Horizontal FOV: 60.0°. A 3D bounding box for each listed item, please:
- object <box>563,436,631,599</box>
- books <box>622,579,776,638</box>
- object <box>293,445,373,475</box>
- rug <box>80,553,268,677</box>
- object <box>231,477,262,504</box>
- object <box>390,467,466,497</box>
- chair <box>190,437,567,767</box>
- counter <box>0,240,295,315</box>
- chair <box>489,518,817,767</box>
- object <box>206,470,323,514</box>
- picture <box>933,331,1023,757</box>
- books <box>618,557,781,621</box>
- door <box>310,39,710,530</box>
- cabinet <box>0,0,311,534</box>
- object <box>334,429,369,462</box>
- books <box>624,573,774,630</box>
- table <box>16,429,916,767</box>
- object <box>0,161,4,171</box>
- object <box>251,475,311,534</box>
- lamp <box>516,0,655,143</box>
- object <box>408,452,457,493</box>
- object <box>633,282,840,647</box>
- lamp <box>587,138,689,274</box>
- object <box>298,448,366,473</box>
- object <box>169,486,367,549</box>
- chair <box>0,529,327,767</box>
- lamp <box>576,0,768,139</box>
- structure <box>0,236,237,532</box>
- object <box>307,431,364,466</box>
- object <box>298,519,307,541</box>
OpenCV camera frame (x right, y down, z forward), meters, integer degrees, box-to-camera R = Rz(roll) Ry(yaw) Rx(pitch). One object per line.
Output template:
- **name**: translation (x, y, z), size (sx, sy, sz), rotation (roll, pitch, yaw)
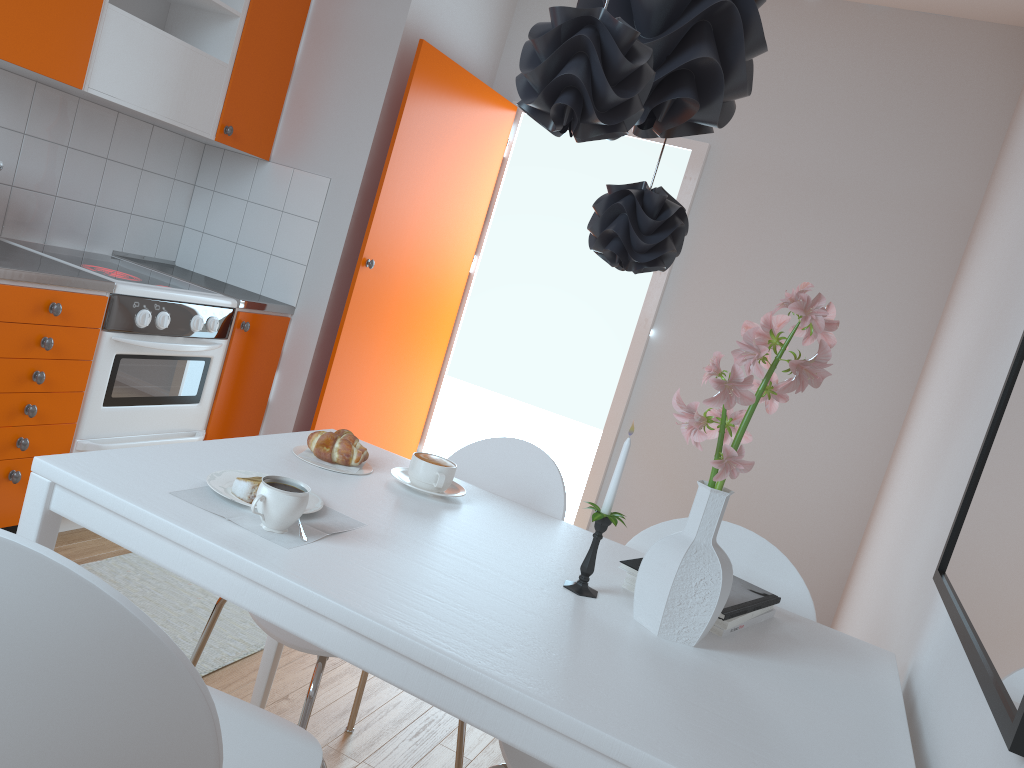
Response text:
- **object**: translation (0.157, 0.199, 1.447), size (0.078, 0.298, 0.080), rotation (13, 7, -29)
- **books**: translation (0.340, 0.386, 1.592), size (0.194, 0.014, 0.255), rotation (21, 8, 35)
- **object**: translation (-0.365, 0.156, 1.807), size (0.165, 0.005, 0.169), rotation (13, 7, -27)
- **rug**: translation (-1.241, 0.666, 2.091), size (0.684, 0.009, 1.662), rotation (19, 7, 20)
- **object**: translation (-0.407, 0.162, 1.455), size (0.075, 0.043, 0.127), rotation (18, 6, 12)
- **object**: translation (-0.172, 0.207, 1.802), size (0.163, 0.020, 0.158), rotation (21, 8, 35)
- **chair**: translation (-0.296, 0.515, 1.939), size (0.635, 0.870, 0.512), rotation (11, 9, -44)
- **counter**: translation (-1.761, -0.379, 2.382), size (0.685, 0.132, 3.085), rotation (19, 7, 20)
- **chair**: translation (0.221, 0.705, 1.635), size (0.510, 0.870, 0.637), rotation (20, 7, 25)
- **object**: translation (-0.404, 0.180, 1.451), size (0.193, 0.012, 0.190), rotation (19, 7, 18)
- **picture**: translation (0.773, -0.148, 1.157), size (0.017, 1.052, 0.792), rotation (19, 7, 20)
- **books**: translation (0.340, 0.357, 1.592), size (0.210, 0.012, 0.253), rotation (21, 8, 36)
- **door**: translation (-0.134, -0.315, 4.134), size (1.383, 2.055, 0.695), rotation (14, 7, -21)
- **cabinet**: translation (-1.641, -0.711, 2.338), size (0.709, 2.348, 3.086), rotation (19, 7, 20)
- **object**: translation (-0.335, 0.131, 1.835), size (0.075, 0.059, 0.059), rotation (22, 8, 41)
- **books**: translation (0.341, 0.372, 1.587), size (0.194, 0.014, 0.250), rotation (21, 8, 33)
- **table**: translation (-0.114, 0.669, 1.524), size (1.287, 0.771, 0.825), rotation (19, 7, 20)
- **object**: translation (-1.745, -0.597, 2.717), size (0.095, 0.261, 0.299), rotation (19, 7, 20)
- **object**: translation (-0.348, 0.181, 1.317), size (0.083, 0.070, 0.077), rotation (14, 7, -20)
- **lamp**: translation (0.287, -1.031, 1.052), size (0.170, 1.505, 0.168), rotation (18, 6, 12)
- **object**: translation (-0.162, 0.181, 1.798), size (0.100, 0.064, 0.093), rotation (19, 7, 23)
- **object**: translation (0.328, 0.114, 1.346), size (0.175, 0.579, 0.183), rotation (11, 9, -43)
- **lamp**: translation (0.418, -0.918, 1.505), size (0.172, 1.505, 0.167), rotation (22, 8, 36)
- **object**: translation (-0.366, 0.153, 1.810), size (0.122, 0.005, 0.120), rotation (17, 6, 0)
- **object**: translation (-0.378, 0.198, 1.404), size (0.230, 0.003, 0.226), rotation (19, 7, 20)
- **chair**: translation (-0.519, 0.537, 1.173), size (0.507, 0.870, 0.642), rotation (18, 6, 10)
- **lamp**: translation (0.385, -1.013, 1.331), size (0.292, 1.294, 0.298), rotation (14, 7, -23)
- **structure**: translation (-1.540, -0.005, 3.233), size (0.737, 0.864, 0.615), rotation (19, 7, 20)
- **object**: translation (-0.366, 0.126, 1.792), size (0.132, 0.060, 0.069), rotation (19, 7, 21)
- **object**: translation (-0.331, 0.204, 1.361), size (0.027, 0.027, 0.131), rotation (14, 7, -21)
